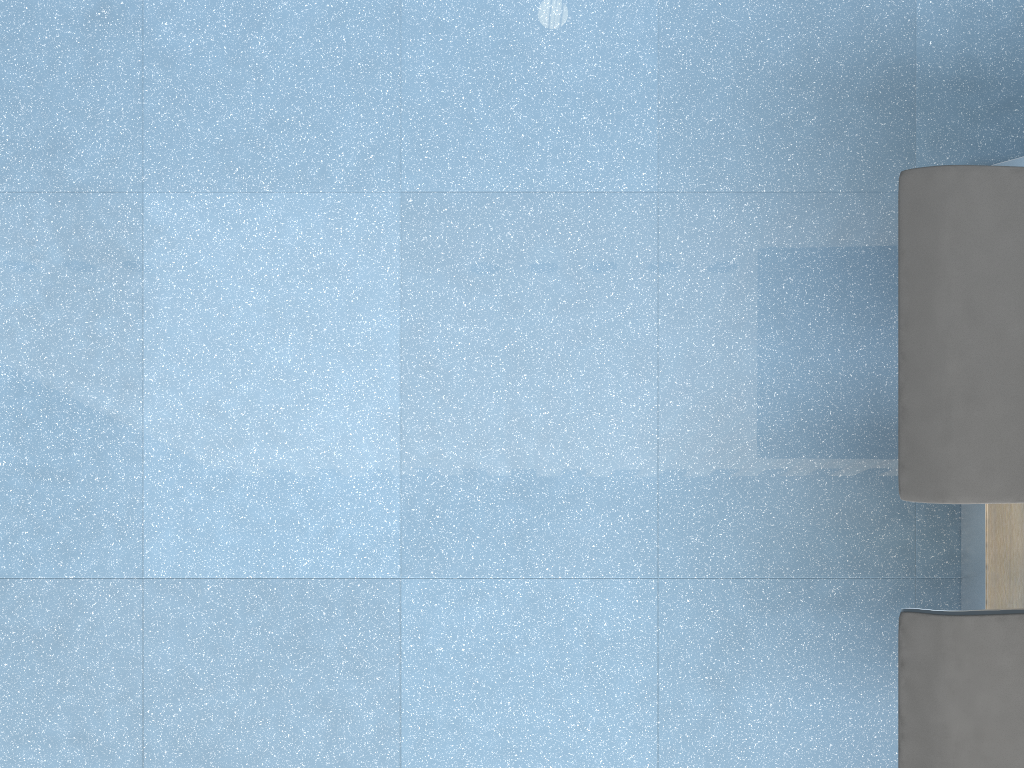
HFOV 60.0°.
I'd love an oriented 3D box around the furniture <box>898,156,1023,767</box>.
[{"bbox_3d":[3.060,1.845,3.115,3.254,2.239,5.703,0,90,0],"label":"furniture"}]
